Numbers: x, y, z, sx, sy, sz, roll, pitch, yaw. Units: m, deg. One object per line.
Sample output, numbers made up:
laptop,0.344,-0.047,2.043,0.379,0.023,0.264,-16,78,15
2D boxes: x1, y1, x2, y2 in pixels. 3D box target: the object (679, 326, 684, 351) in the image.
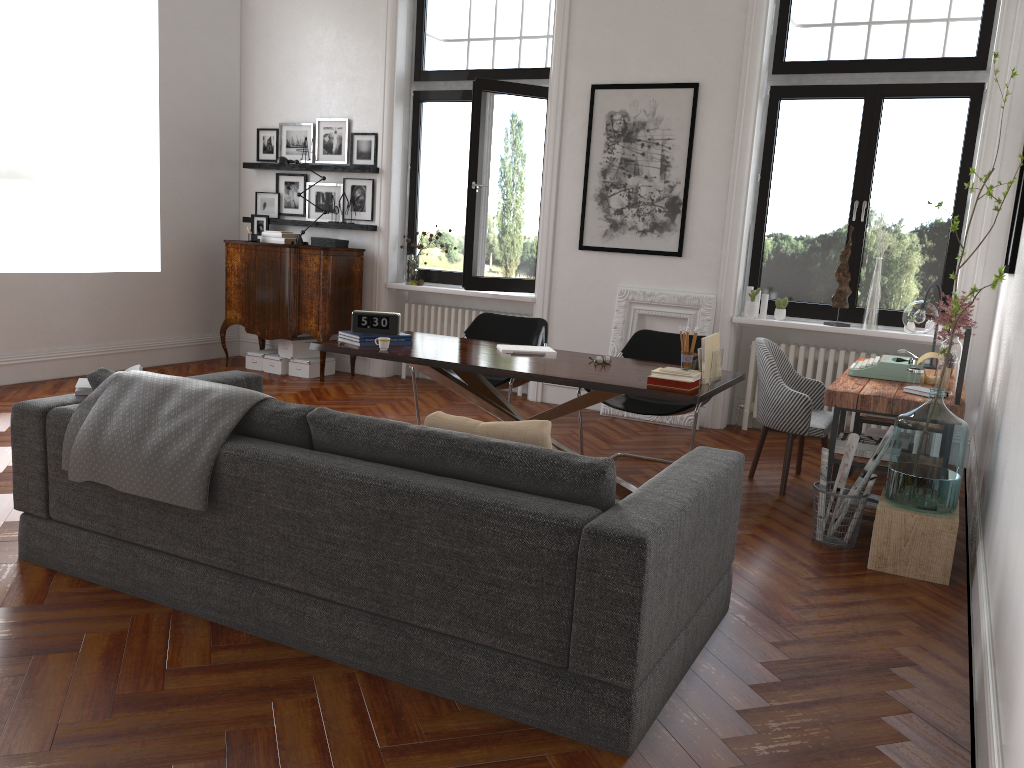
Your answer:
object,0.825,-0.182,4.293,0.049,0.194,0.008,10,12,29

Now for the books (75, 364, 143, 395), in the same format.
books,-1.713,-0.020,3.803,0.278,0.096,0.224,0,10,-22

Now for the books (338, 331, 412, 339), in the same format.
books,-0.792,-0.287,5.137,0.344,0.017,0.249,-4,12,-38

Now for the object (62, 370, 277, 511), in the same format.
object,-1.282,0.183,3.318,0.751,0.389,0.399,8,11,25

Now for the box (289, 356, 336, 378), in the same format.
box,-1.894,-0.159,8.409,0.244,0.177,0.393,9,11,26

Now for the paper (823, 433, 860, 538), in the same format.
paper,1.595,0.510,4.327,0.047,0.612,0.329,5,10,6

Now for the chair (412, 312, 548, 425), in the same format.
chair,-0.171,-0.014,5.996,0.751,0.876,0.744,9,11,25

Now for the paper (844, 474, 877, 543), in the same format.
paper,1.730,0.624,4.410,0.026,0.390,0.125,-6,14,-41

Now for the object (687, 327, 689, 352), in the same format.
object,0.843,-0.176,4.254,0.008,0.196,0.036,12,13,38

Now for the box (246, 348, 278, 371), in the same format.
box,-2.389,-0.231,8.647,0.209,0.177,0.393,8,10,21

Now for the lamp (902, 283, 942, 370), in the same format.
lamp,2.654,-0.372,5.662,0.441,0.552,0.207,-5,14,-40

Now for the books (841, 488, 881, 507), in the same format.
books,1.879,0.608,4.744,0.267,0.014,0.196,11,12,37

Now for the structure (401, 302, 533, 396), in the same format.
structure,-0.424,-0.316,8.316,1.451,0.781,0.225,8,12,25

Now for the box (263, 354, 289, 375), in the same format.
box,-2.155,-0.191,8.501,0.244,0.177,0.393,10,11,30

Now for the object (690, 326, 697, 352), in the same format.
object,0.872,-0.182,4.295,0.032,0.196,0.008,0,11,-20

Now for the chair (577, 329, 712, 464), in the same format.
chair,0.879,0.139,5.492,0.751,0.876,0.744,9,11,25

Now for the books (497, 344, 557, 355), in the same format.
books,0.084,-0.199,5.215,0.325,0.026,0.230,2,10,-9

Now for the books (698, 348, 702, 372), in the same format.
books,0.986,-0.109,4.572,0.040,0.158,0.128,9,11,26

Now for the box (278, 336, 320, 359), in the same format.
box,-2.000,-0.349,8.433,0.209,0.177,0.393,11,12,35

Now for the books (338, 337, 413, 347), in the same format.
books,-0.796,-0.251,5.159,0.347,0.027,0.263,-4,12,-38

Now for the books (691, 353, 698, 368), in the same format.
books,0.924,-0.088,4.558,0.028,0.125,0.220,9,11,26

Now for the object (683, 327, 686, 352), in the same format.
object,0.831,-0.176,4.260,0.049,0.194,0.008,-5,14,-39

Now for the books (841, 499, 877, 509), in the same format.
books,1.878,0.623,4.747,0.267,0.014,0.195,8,10,24

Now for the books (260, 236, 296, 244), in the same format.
books,-2.199,-1.360,8.411,0.294,0.057,0.229,8,11,26

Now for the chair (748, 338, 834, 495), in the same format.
chair,1.735,0.189,5.484,0.547,0.903,0.714,7,11,18

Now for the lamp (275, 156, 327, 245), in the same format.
lamp,-1.984,-1.709,8.327,0.491,0.805,0.173,2,11,-9

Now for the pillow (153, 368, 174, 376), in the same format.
pillow,-1.400,0.131,3.840,0.330,0.398,0.468,-1,11,-26

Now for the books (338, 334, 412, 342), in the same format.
books,-0.793,-0.270,5.140,0.344,0.017,0.249,-4,12,-38

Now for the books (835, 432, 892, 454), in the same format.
books,1.876,0.313,4.666,0.308,0.038,0.225,8,11,26

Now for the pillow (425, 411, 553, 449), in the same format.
pillow,-0.057,0.316,3.087,0.485,0.462,0.225,8,11,25

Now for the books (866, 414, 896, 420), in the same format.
books,2.465,0.195,5.870,0.209,0.024,0.247,8,10,25

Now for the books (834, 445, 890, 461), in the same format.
books,1.862,0.347,4.669,0.308,0.038,0.225,8,10,25

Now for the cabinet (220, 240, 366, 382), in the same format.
cabinet,-2.107,-0.708,8.412,1.264,1.222,0.638,9,11,25

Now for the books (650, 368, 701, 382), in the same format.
books,0.793,-0.045,4.285,0.207,0.029,0.163,8,10,24

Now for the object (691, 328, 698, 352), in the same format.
object,0.868,-0.175,4.260,0.008,0.195,0.044,-3,13,-33

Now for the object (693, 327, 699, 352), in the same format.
object,0.874,-0.177,4.269,0.008,0.195,0.038,-4,13,-37

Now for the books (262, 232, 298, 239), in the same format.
books,-2.192,-1.410,8.406,0.239,0.044,0.254,8,11,26

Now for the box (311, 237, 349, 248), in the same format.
box,-1.696,-1.315,8.258,0.281,0.087,0.208,8,11,25

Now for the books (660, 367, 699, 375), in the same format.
books,0.810,-0.064,4.286,0.159,0.008,0.128,9,11,27

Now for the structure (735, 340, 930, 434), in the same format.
structure,2.497,0.109,6.913,1.451,0.781,0.225,8,12,25

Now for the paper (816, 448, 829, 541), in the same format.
paper,1.566,0.560,4.473,0.033,0.480,0.073,-2,12,-27

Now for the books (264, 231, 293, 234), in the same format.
books,-2.203,-1.436,8.383,0.200,0.014,0.179,8,10,26

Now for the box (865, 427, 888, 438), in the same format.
box,2.494,0.357,5.905,0.256,0.066,0.237,8,11,26

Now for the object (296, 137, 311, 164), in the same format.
object,-1.986,-2.224,8.459,0.174,0.261,0.040,9,12,25

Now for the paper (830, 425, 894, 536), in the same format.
paper,1.750,0.500,4.456,0.293,0.628,0.047,7,11,18

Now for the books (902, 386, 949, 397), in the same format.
books,2.125,0.037,4.589,0.129,0.031,0.213,-1,11,-26

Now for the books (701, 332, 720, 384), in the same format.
books,1.017,-0.135,4.530,0.043,0.240,0.309,9,11,25

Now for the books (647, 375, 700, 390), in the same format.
books,0.781,-0.012,4.290,0.215,0.040,0.159,9,11,27

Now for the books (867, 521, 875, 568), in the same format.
books,1.744,0.759,4.087,0.170,0.233,0.012,9,12,25
